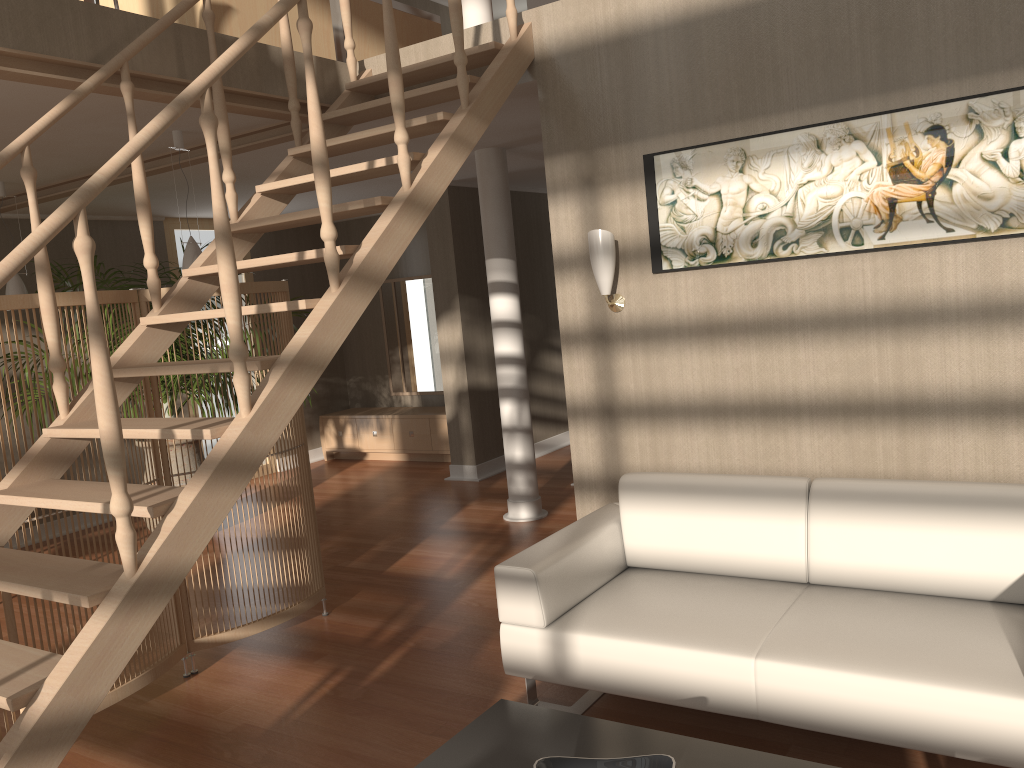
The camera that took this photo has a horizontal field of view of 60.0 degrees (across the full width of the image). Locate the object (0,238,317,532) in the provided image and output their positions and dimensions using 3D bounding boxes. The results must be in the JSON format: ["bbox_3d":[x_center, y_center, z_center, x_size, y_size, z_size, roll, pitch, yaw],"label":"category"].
[{"bbox_3d":[-2.438,0.155,6.208,2.109,2.304,2.157,-3,6,22],"label":"object"}]

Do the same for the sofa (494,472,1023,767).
[{"bbox_3d":[0.932,0.734,2.911,1.781,0.740,0.905,-2,7,33],"label":"sofa"}]

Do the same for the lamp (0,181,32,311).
[{"bbox_3d":[-3.165,-0.868,5.586,0.139,0.800,0.139,-5,6,8],"label":"lamp"}]

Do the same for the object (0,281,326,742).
[{"bbox_3d":[-1.593,0.429,3.356,0.233,1.542,2.229,-1,7,38],"label":"object"}]

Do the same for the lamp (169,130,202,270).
[{"bbox_3d":[-1.694,-0.913,4.626,0.139,0.800,0.139,-8,6,-21],"label":"lamp"}]

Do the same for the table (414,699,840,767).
[{"bbox_3d":[0.321,1.105,1.998,1.260,0.293,0.700,-2,7,33],"label":"table"}]

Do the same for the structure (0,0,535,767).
[{"bbox_3d":[-1.098,-0.503,2.925,1.000,3.578,3.150,-2,7,33],"label":"structure"}]

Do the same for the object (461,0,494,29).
[{"bbox_3d":[-0.284,-2.981,5.523,0.200,2.400,0.200,-2,7,33],"label":"object"}]

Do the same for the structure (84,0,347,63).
[{"bbox_3d":[-3.201,-1.782,3.984,3.475,0.900,3.300,-2,7,33],"label":"structure"}]

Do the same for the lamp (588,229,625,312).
[{"bbox_3d":[0.400,-0.476,3.762,0.112,0.353,0.153,-2,7,33],"label":"lamp"}]

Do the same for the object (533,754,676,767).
[{"bbox_3d":[0.210,0.907,1.981,0.317,0.125,0.223,-5,6,5],"label":"object"}]

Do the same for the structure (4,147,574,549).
[{"bbox_3d":[0.255,-0.296,4.762,8.342,2.533,10.775,-2,7,33],"label":"structure"}]

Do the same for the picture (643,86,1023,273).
[{"bbox_3d":[1.208,-0.725,3.274,1.531,0.487,0.018,-2,7,33],"label":"picture"}]

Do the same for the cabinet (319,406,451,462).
[{"bbox_3d":[-0.978,0.485,8.533,1.911,0.458,0.500,-2,7,33],"label":"cabinet"}]

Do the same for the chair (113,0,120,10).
[{"bbox_3d":[-2.168,-1.846,4.122,0.496,0.796,0.430,-2,7,28],"label":"chair"}]
